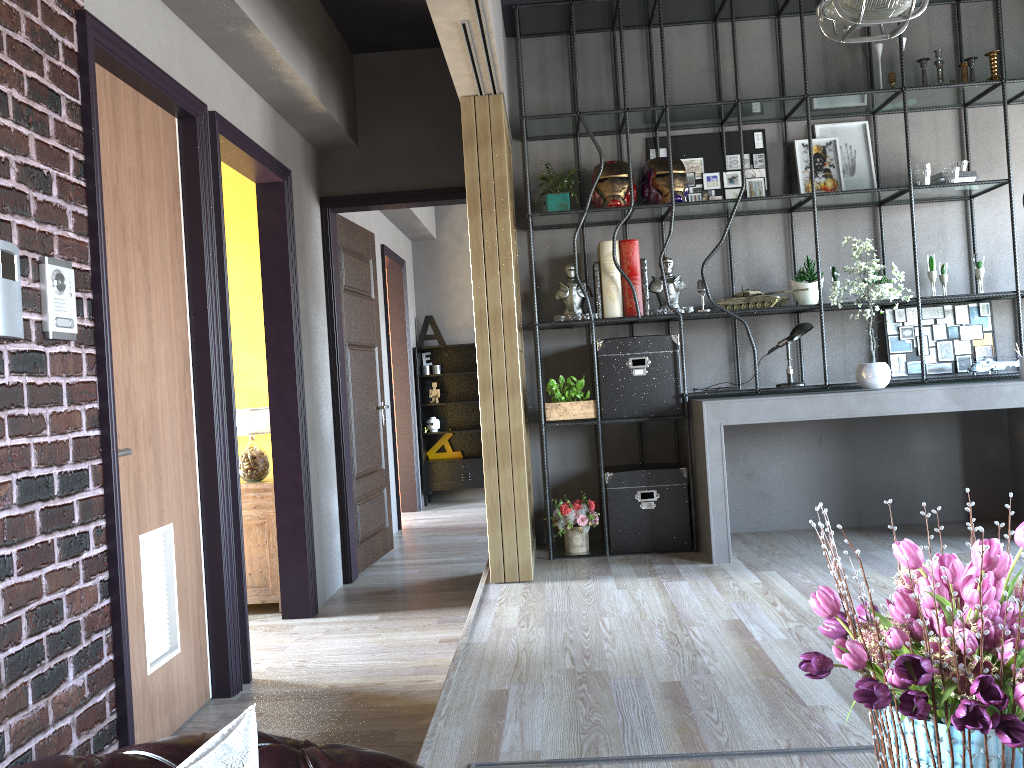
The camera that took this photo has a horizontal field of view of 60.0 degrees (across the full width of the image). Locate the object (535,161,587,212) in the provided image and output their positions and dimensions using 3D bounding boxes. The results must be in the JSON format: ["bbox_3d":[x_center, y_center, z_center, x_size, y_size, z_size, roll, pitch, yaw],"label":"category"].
[{"bbox_3d":[0.272,-1.180,5.420,0.324,0.339,0.295,-3,0,-41],"label":"object"}]

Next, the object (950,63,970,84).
[{"bbox_3d":[2.685,-1.819,5.258,0.189,0.152,0.189,-4,0,25],"label":"object"}]

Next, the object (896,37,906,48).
[{"bbox_3d":[2.401,-1.921,5.442,0.128,0.390,0.128,-3,-1,-38],"label":"object"}]

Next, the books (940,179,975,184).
[{"bbox_3d":[2.680,-1.213,5.425,0.166,0.024,0.227,-4,0,-18],"label":"books"}]

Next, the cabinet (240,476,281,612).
[{"bbox_3d":[-2.019,0.986,5.356,1.432,0.750,0.408,-4,0,3],"label":"cabinet"}]

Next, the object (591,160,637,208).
[{"bbox_3d":[0.614,-1.200,5.389,0.280,0.327,0.399,-4,0,8],"label":"object"}]

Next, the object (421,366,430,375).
[{"bbox_3d":[-0.930,-0.145,9.579,0.095,0.101,0.095,-4,0,25],"label":"object"}]

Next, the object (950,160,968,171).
[{"bbox_3d":[2.722,-1.315,5.397,0.103,0.068,0.103,-4,0,-5],"label":"object"}]

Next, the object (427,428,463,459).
[{"bbox_3d":[-0.732,0.647,9.605,0.393,0.321,0.057,-4,-1,3],"label":"object"}]

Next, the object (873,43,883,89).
[{"bbox_3d":[2.292,-1.915,5.518,0.128,0.390,0.128,-3,-1,-29],"label":"object"}]

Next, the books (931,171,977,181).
[{"bbox_3d":[2.681,-1.263,5.421,0.225,0.029,0.179,-4,0,-5],"label":"books"}]

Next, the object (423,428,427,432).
[{"bbox_3d":[-0.920,0.486,9.386,0.031,0.054,0.042,-3,0,-42],"label":"object"}]

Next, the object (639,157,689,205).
[{"bbox_3d":[0.932,-1.220,5.374,0.280,0.327,0.399,-4,0,-7],"label":"object"}]

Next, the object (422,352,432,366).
[{"bbox_3d":[-0.922,-0.268,9.622,0.107,0.151,0.055,-4,0,3],"label":"object"}]

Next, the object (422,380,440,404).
[{"bbox_3d":[-0.864,0.080,9.485,0.190,0.254,0.129,-4,0,1],"label":"object"}]

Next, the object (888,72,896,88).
[{"bbox_3d":[2.260,-1.780,5.265,0.135,0.129,0.135,-4,0,-24],"label":"object"}]

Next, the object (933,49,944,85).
[{"bbox_3d":[2.533,-1.855,5.256,0.100,0.243,0.100,-4,0,12],"label":"object"}]

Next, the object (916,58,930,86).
[{"bbox_3d":[2.478,-1.846,5.331,0.084,0.233,0.084,-4,-1,30],"label":"object"}]

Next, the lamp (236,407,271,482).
[{"bbox_3d":[-1.557,0.671,5.341,0.291,1.045,0.441,-3,0,-24],"label":"lamp"}]

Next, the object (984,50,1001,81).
[{"bbox_3d":[2.861,-1.870,5.265,0.130,0.232,0.130,-3,0,-20],"label":"object"}]

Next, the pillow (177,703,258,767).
[{"bbox_3d":[-0.386,0.584,0.736,0.290,0.502,0.541,-4,0,40],"label":"pillow"}]

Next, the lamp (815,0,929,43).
[{"bbox_3d":[1.555,-2.142,3.984,0.534,1.149,0.515,-3,0,-20],"label":"lamp"}]

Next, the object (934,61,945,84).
[{"bbox_3d":[2.620,-1.852,5.422,0.080,0.226,0.080,-3,-1,-24],"label":"object"}]

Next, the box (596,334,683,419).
[{"bbox_3d":[0.762,-0.048,5.406,0.489,0.481,0.374,-4,0,3],"label":"box"}]

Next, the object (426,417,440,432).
[{"bbox_3d":[-0.842,0.433,9.463,0.139,0.162,0.139,-3,0,-32],"label":"object"}]

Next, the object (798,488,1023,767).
[{"bbox_3d":[0.564,0.385,1.111,0.349,0.484,0.352,-4,0,33],"label":"object"}]

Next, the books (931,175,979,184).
[{"bbox_3d":[2.692,-1.237,5.426,0.243,0.024,0.175,-4,0,-1],"label":"books"}]

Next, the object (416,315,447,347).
[{"bbox_3d":[-0.886,-0.570,9.620,0.343,0.344,0.057,-4,-1,3],"label":"object"}]

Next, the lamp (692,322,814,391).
[{"bbox_3d":[1.468,-0.162,5.401,0.739,0.371,0.205,-4,0,27],"label":"lamp"}]

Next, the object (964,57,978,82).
[{"bbox_3d":[2.784,-1.866,5.366,0.084,0.233,0.084,-3,0,-16],"label":"object"}]

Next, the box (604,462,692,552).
[{"bbox_3d":[0.812,0.736,5.399,0.489,0.481,0.374,-4,0,3],"label":"box"}]

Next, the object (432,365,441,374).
[{"bbox_3d":[-0.815,-0.152,9.574,0.095,0.101,0.095,-4,0,25],"label":"object"}]
